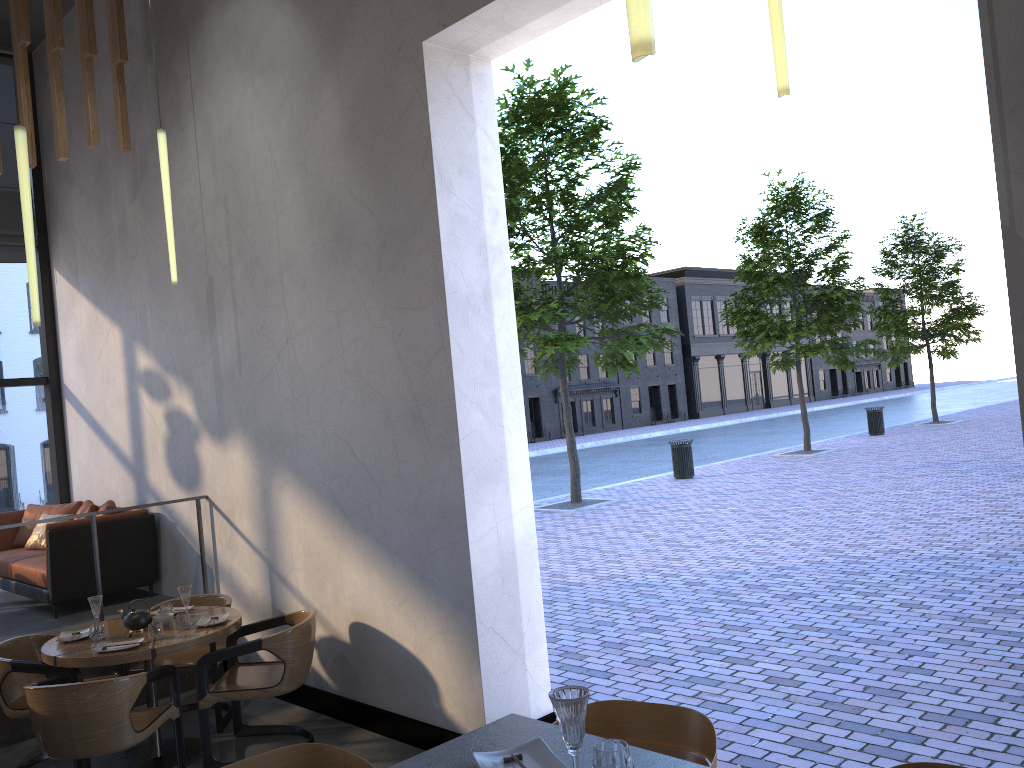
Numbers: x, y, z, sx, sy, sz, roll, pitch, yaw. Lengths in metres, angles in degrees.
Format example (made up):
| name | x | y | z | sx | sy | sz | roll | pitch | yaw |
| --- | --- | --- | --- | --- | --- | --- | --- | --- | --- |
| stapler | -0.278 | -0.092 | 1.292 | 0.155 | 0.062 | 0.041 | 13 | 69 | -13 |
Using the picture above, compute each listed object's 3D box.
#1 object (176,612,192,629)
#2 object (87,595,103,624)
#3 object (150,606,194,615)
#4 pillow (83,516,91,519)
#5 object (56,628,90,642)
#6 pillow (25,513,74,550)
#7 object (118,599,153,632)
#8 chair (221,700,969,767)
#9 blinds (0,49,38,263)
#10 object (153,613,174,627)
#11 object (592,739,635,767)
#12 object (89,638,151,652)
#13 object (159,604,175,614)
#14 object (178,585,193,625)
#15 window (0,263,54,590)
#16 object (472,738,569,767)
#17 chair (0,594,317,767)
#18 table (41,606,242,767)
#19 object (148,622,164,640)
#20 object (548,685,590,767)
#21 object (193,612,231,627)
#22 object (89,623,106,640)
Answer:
| name | x | y | z | sx | sy | sz | roll | pitch | yaw |
| --- | --- | --- | --- | --- | --- | --- | --- | --- | --- |
| object | -1.916 | 1.384 | 5.173 | 0.086 | 0.086 | 0.086 | -6 | -1 | 22 |
| object | -2.434 | 1.362 | 5.199 | 0.082 | 0.227 | 0.082 | -6 | -1 | 18 |
| object | -2.151 | 1.445 | 5.646 | 0.294 | 0.025 | 0.170 | -6 | -1 | 16 |
| pillow | -3.570 | 1.270 | 7.234 | 0.242 | 0.345 | 0.418 | -5 | -1 | -4 |
| object | -2.557 | 1.476 | 5.177 | 0.170 | 0.025 | 0.294 | -5 | -1 | -19 |
| pillow | -4.279 | 1.358 | 8.182 | 0.393 | 0.311 | 0.289 | -6 | -1 | 26 |
| object | -2.227 | 1.368 | 5.264 | 0.168 | 0.179 | 0.163 | -5 | -1 | -40 |
| chair | 0.740 | 1.334 | 0.778 | 5.395 | 1.047 | 2.787 | -6 | -1 | 23 |
| blinds | -9.140 | -1.983 | 0.203 | 8.760 | 2.314 | 17.610 | -5 | -1 | -1 |
| object | -2.076 | 1.412 | 5.287 | 0.116 | 0.065 | 0.116 | -5 | -1 | -19 |
| object | 0.206 | 0.780 | 1.808 | 0.086 | 0.086 | 0.086 | -5 | -1 | -17 |
| object | -2.125 | 1.429 | 4.842 | 0.294 | 0.025 | 0.170 | -5 | -1 | -6 |
| object | -2.135 | 1.410 | 5.484 | 0.086 | 0.086 | 0.086 | -6 | -1 | 40 |
| object | -1.931 | 1.316 | 5.259 | 0.082 | 0.227 | 0.082 | -5 | -1 | -22 |
| window | -4.637 | -0.601 | 0.371 | 12.739 | 5.897 | 12.900 | -4 | -1 | -44 |
| object | 0.035 | 0.828 | 1.884 | 0.170 | 0.025 | 0.294 | -5 | -1 | -19 |
| chair | -4.170 | 1.955 | 1.468 | 9.749 | 0.759 | 4.352 | -5 | -1 | -43 |
| table | -5.748 | 2.009 | 2.106 | 10.659 | 0.968 | 6.876 | -4 | -1 | -44 |
| object | -2.000 | 1.389 | 4.979 | 0.086 | 0.086 | 0.086 | -6 | -1 | 18 |
| object | 0.122 | 0.715 | 1.732 | 0.082 | 0.227 | 0.082 | -6 | -1 | 18 |
| object | -1.775 | 1.403 | 5.235 | 0.170 | 0.025 | 0.294 | -5 | -1 | -6 |
| object | -2.386 | 1.427 | 5.101 | 0.086 | 0.086 | 0.086 | -5 | -1 | -21 |
